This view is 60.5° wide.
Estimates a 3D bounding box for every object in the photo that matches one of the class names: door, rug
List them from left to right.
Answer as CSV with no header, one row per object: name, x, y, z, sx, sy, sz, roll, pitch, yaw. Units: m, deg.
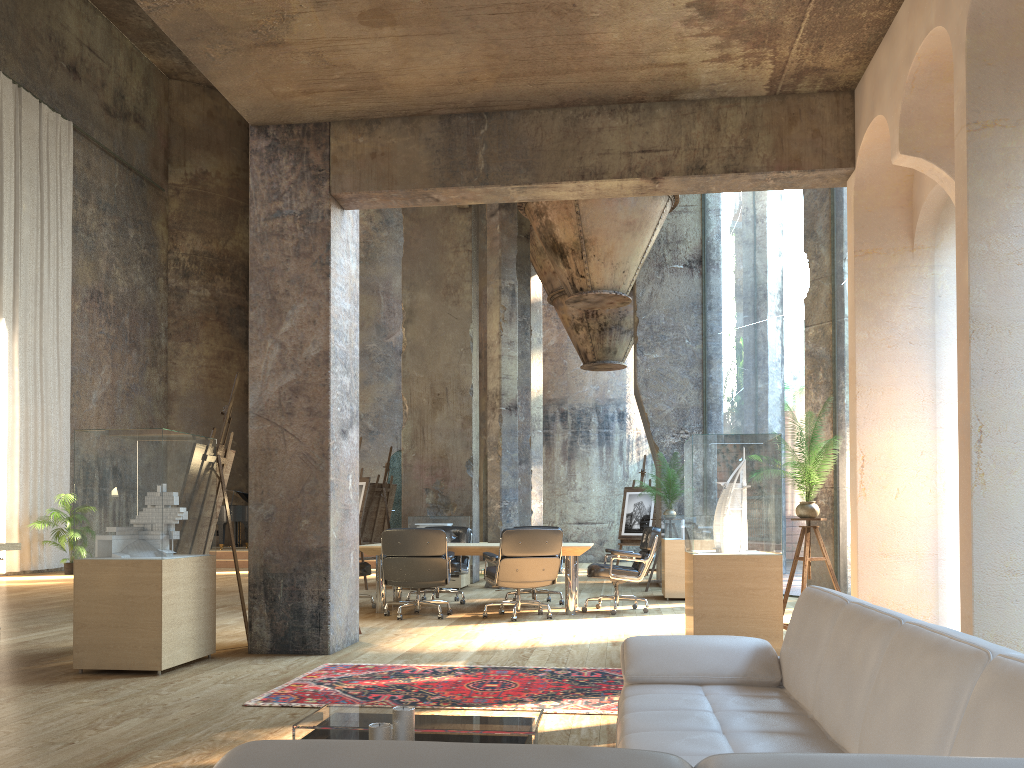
door,-2.615,2.701,20.815,0.904,2.284,0.092,1,-2,-35
rug,-0.113,1.744,5.082,2.462,0.009,1.359,-1,-9,7

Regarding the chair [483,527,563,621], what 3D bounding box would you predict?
chair,0.074,1.853,8.638,0.730,0.887,0.827,1,-5,-19

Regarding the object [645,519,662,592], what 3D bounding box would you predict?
object,2.196,2.285,11.739,0.572,0.967,0.661,-3,-5,43

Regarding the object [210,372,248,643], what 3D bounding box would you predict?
object,-2.347,0.976,6.780,0.685,2.135,0.704,0,-2,6

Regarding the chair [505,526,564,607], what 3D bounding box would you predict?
chair,0.251,2.074,10.078,0.730,0.887,0.828,-1,-5,8

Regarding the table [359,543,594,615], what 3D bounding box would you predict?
table,-0.349,2.063,9.382,2.410,0.696,1.114,-1,-7,7

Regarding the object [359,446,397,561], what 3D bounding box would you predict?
object,-2.079,2.051,13.767,0.685,2.135,0.704,-1,-2,33

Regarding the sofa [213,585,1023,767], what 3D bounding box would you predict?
sofa,0.152,0.938,2.160,2.064,0.716,2.955,-1,-8,7

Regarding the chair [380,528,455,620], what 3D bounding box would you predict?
chair,-0.933,1.870,8.729,0.729,0.887,0.828,0,-5,1

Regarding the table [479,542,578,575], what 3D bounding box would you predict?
table,0.219,3.092,15.578,1.871,0.543,0.949,-1,-7,7

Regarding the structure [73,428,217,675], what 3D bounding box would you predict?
structure,-2.432,1.110,5.887,0.594,1.539,0.747,0,-3,7

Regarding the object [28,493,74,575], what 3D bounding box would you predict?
object,-7.944,2.695,15.765,1.091,1.448,1.138,0,-4,-2

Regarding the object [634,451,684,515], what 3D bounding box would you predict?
object,2.048,1.355,11.854,0.859,0.934,0.693,-1,-4,10

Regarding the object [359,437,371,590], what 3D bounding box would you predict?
object,-2.200,1.760,11.879,0.703,2.135,0.686,-2,-2,39

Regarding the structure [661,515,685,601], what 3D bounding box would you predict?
structure,2.215,2.106,10.720,0.735,1.008,0.749,-1,-4,7

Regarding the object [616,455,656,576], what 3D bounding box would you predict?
object,2.257,2.295,15.435,0.703,2.135,0.686,-1,-2,36

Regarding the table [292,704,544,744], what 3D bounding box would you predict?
table,-0.325,1.344,3.224,0.860,0.245,0.373,-1,-7,7

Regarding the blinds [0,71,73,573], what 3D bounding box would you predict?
blinds,-8.987,-1.365,13.165,0.275,8.590,7.890,0,-5,8

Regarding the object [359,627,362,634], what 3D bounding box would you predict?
object,-1.553,1.487,7.482,0.571,1.290,0.662,0,-3,7

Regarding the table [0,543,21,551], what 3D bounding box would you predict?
table,-5.843,1.296,4.491,1.601,0.752,7.786,-1,-9,7

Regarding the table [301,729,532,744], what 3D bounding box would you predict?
table,-0.369,1.309,2.857,0.790,0.201,1.120,-1,-9,7

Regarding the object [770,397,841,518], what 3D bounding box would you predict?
object,2.261,0.567,6.742,0.688,0.934,0.866,0,-5,-2

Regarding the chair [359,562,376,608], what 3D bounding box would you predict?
chair,-1.890,2.004,9.581,0.821,0.887,0.735,0,-4,3

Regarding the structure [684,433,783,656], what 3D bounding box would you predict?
structure,1.574,1.166,6.329,0.594,1.539,0.747,0,-3,7

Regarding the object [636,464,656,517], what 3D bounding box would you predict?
object,2.362,1.730,14.294,0.689,0.934,0.864,-2,-5,28

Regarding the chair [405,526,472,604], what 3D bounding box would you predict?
chair,-0.857,2.098,10.213,0.730,0.887,0.827,-1,-5,14

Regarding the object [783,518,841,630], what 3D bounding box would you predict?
object,2.202,1.513,6.725,0.659,0.967,0.574,2,-4,-29

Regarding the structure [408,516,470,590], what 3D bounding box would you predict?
structure,-1.020,2.379,12.431,0.743,1.008,0.740,-1,-4,7

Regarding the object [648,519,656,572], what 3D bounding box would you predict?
object,2.418,2.670,14.244,0.658,0.967,0.574,0,-3,1

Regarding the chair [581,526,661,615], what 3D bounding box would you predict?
chair,1.130,1.937,9.203,0.821,0.887,0.736,0,-4,1

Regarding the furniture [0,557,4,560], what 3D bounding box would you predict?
furniture,-8.010,2.452,12.214,0.708,0.835,1.889,-1,-7,7
